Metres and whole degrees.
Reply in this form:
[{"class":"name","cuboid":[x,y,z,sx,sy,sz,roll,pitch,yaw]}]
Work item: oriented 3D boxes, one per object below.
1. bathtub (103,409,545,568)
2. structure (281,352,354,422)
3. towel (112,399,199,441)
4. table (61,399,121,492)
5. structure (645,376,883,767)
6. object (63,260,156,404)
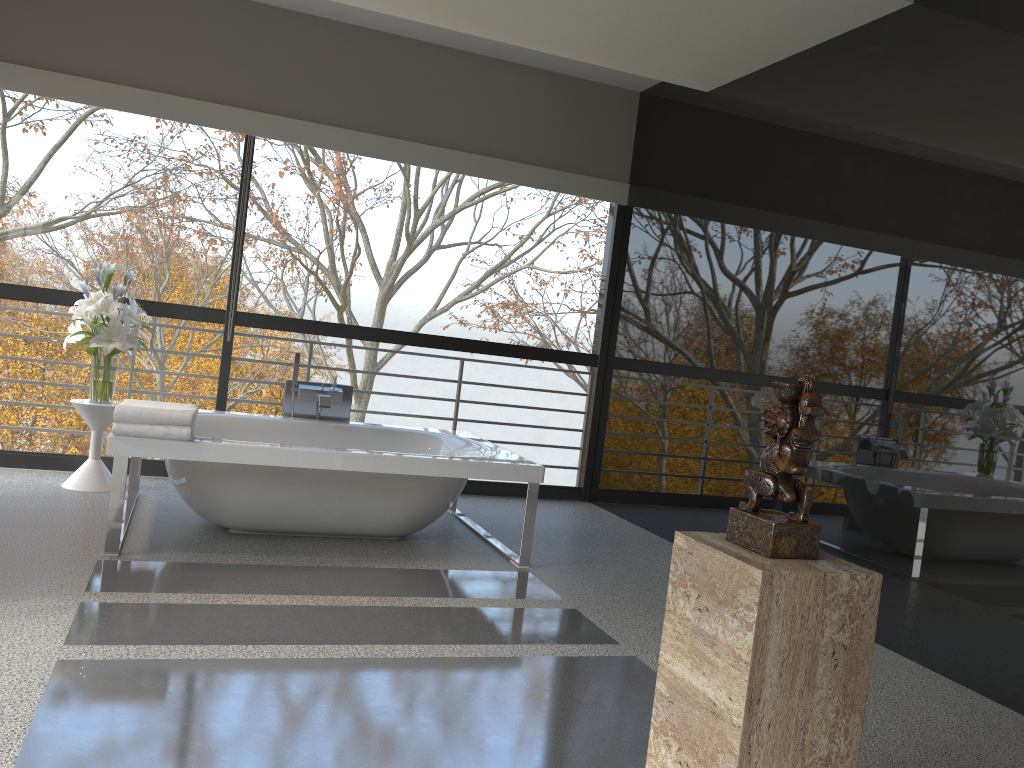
[{"class":"bathtub","cuboid":[-1.001,0.504,4.615,1.957,0.504,1.328,6,2,-20]},{"class":"structure","cuboid":[-1.139,0.277,5.193,0.402,0.884,0.330,6,2,-20]},{"class":"towel","cuboid":[-1.532,0.160,3.834,0.322,0.145,0.305,6,2,-17]},{"class":"table","cuboid":[-2.340,0.342,4.989,0.307,0.478,0.308,5,2,-36]},{"class":"structure","cuboid":[0.535,0.513,1.884,0.291,1.074,0.328,6,2,-20]},{"class":"object","cuboid":[-2.275,-0.291,4.959,0.450,0.795,0.460,7,2,8]}]
